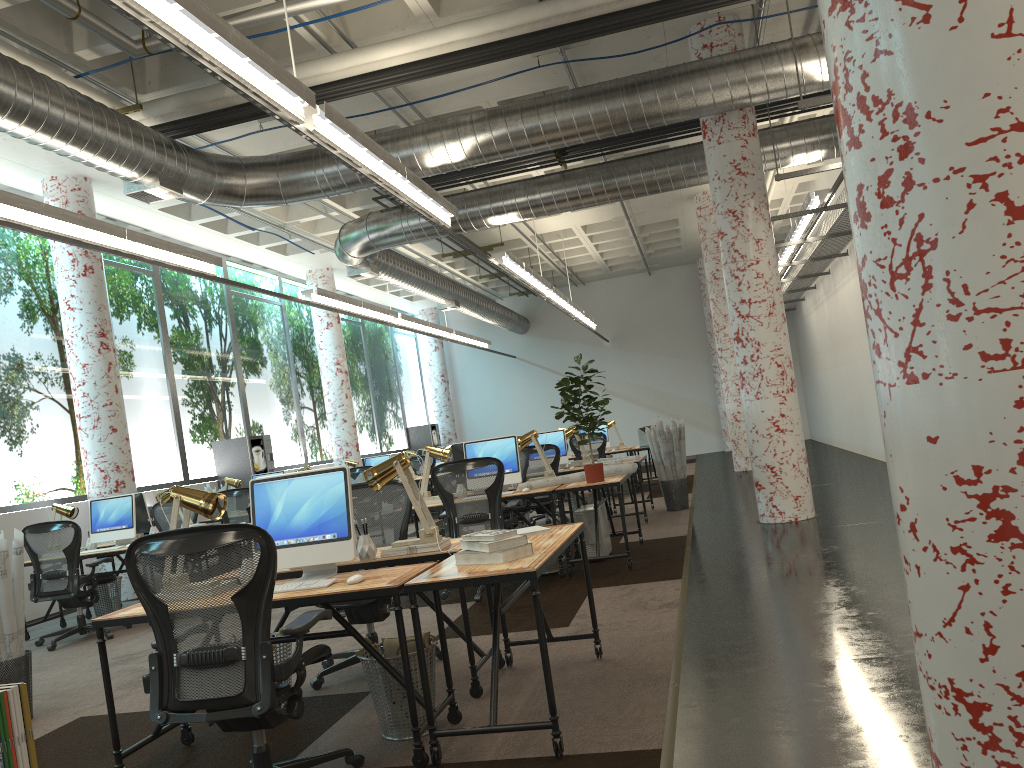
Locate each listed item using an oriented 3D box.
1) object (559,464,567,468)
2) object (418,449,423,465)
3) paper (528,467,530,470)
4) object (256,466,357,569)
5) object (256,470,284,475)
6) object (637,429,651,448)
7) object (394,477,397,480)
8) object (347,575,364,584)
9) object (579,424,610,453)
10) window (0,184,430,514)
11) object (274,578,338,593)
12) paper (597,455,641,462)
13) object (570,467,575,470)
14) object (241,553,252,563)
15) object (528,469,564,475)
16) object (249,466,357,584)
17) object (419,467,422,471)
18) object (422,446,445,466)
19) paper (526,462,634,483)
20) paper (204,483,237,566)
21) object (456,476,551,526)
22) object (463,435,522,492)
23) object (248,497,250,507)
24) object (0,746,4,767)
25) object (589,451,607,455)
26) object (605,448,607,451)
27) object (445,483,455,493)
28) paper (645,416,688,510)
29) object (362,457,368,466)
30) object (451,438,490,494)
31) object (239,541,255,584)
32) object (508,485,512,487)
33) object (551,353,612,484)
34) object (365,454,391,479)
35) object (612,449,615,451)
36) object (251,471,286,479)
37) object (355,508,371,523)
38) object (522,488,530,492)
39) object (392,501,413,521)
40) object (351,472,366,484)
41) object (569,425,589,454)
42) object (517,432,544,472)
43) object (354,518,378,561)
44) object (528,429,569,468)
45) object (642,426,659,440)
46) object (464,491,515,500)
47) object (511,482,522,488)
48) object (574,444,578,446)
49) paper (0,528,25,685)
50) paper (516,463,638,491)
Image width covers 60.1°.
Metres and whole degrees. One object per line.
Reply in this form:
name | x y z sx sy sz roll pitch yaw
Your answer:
object | 0.629 0.957 11.196 0.101 0.209 0.102 -8 -1 -33
object | -1.768 1.629 19.175 0.484 0.485 0.189 -9 -1 12
paper | 0.460 1.461 15.529 0.440 1.198 0.413 -8 -1 -10
object | -1.067 0.691 4.540 0.484 0.485 0.189 -9 -1 12
object | -3.288 1.451 12.104 0.484 0.485 0.189 -9 -1 12
object | 2.174 0.852 14.211 0.281 0.302 0.150 -9 -1 12
object | -2.116 1.631 15.869 0.101 0.209 0.102 -8 -1 -33
object | -0.648 0.808 3.679 0.059 0.029 0.106 -9 -3 13
object | 1.368 0.903 14.624 0.484 0.485 0.189 -9 -1 12
window | -5.255 -0.399 11.977 0.050 3.759 26.194 -8 -3 12
object | -0.962 0.866 3.755 0.439 0.017 0.118 -9 -3 12
paper | 1.284 0.915 10.728 0.568 0.061 0.626 -9 -3 9
object | 0.715 0.992 10.466 0.059 0.029 0.106 -9 -3 13
object | -3.505 2.243 12.131 0.352 0.435 0.370 -7 -2 -42
object | 0.400 1.050 10.543 0.439 0.017 0.118 -9 -3 12
object | -0.925 0.637 3.968 0.484 0.485 0.189 -9 -1 12
object | -1.920 1.765 18.733 0.101 0.209 0.102 -8 -1 -33
object | -1.626 1.575 18.603 0.484 0.485 0.189 -9 -1 12
paper | 0.593 0.810 7.808 1.131 0.082 0.083 -7 -2 -23
paper | -4.055 1.956 12.438 0.440 1.198 0.413 -8 -1 -10
object | -0.035 1.204 7.760 0.849 0.933 0.104 -9 0 7
object | -0.159 0.712 7.679 0.484 0.485 0.189 -9 -1 12
object | -3.440 1.588 11.662 0.101 0.209 0.102 -8 -1 -33
object | -0.668 0.521 0.983 0.281 0.302 0.150 -9 -1 12
object | 1.331 1.132 14.411 0.439 0.017 0.118 -9 -3 12
object | 1.561 1.039 15.065 0.101 0.209 0.102 -8 -1 -33
object | -1.191 2.266 18.570 0.359 0.435 0.353 -9 -1 8
paper | 1.979 0.985 11.132 0.440 1.198 0.413 -8 -1 -10
object | -2.451 1.549 16.000 0.484 0.485 0.189 -9 -1 12
object | -0.301 0.766 8.251 0.484 0.485 0.189 -9 -1 12
object | -1.219 0.827 4.098 0.101 0.209 0.102 -8 -1 -33
object | -0.195 0.998 8.462 0.439 0.017 0.118 -9 -3 12
object | 0.587 0.280 7.277 0.514 1.077 0.439 -8 -1 3
object | -2.309 1.495 15.428 0.484 0.485 0.189 -9 -1 12
object | 1.646 1.074 14.335 0.059 0.029 0.106 -9 -3 13
object | -3.379 1.802 11.596 1.079 1.208 0.190 -9 0 13
object | -2.666 2.341 16.027 0.359 0.435 0.353 -9 -1 8
object | 0.118 0.884 7.390 0.059 0.029 0.106 -9 -3 13
object | -2.426 2.189 13.975 0.367 0.436 3.405 -9 -3 21
object | -2.127 1.372 12.108 0.281 0.302 0.150 -9 -1 12
object | 1.226 0.957 15.196 0.484 0.485 0.189 -9 -1 12
object | 0.295 0.875 11.327 0.484 0.485 0.189 -9 -1 12
object | -0.733 0.773 4.409 0.101 0.209 0.102 -8 -1 -33
object | 0.437 0.821 10.755 0.484 0.485 0.189 -9 -1 12
object | 2.387 0.877 15.199 0.281 0.302 0.150 -9 -1 12
object | -0.197 0.941 7.466 0.439 0.017 0.118 -9 -3 12
object | 0.033 0.849 8.120 0.101 0.209 0.102 -8 -1 -33
object | 1.075 1.094 14.754 0.101 0.209 0.102 -8 -1 -33
paper | -3.055 1.393 5.158 0.440 1.198 0.413 -8 -1 -10
paper | 0.557 0.806 7.645 1.132 0.082 0.083 -8 -2 -13
